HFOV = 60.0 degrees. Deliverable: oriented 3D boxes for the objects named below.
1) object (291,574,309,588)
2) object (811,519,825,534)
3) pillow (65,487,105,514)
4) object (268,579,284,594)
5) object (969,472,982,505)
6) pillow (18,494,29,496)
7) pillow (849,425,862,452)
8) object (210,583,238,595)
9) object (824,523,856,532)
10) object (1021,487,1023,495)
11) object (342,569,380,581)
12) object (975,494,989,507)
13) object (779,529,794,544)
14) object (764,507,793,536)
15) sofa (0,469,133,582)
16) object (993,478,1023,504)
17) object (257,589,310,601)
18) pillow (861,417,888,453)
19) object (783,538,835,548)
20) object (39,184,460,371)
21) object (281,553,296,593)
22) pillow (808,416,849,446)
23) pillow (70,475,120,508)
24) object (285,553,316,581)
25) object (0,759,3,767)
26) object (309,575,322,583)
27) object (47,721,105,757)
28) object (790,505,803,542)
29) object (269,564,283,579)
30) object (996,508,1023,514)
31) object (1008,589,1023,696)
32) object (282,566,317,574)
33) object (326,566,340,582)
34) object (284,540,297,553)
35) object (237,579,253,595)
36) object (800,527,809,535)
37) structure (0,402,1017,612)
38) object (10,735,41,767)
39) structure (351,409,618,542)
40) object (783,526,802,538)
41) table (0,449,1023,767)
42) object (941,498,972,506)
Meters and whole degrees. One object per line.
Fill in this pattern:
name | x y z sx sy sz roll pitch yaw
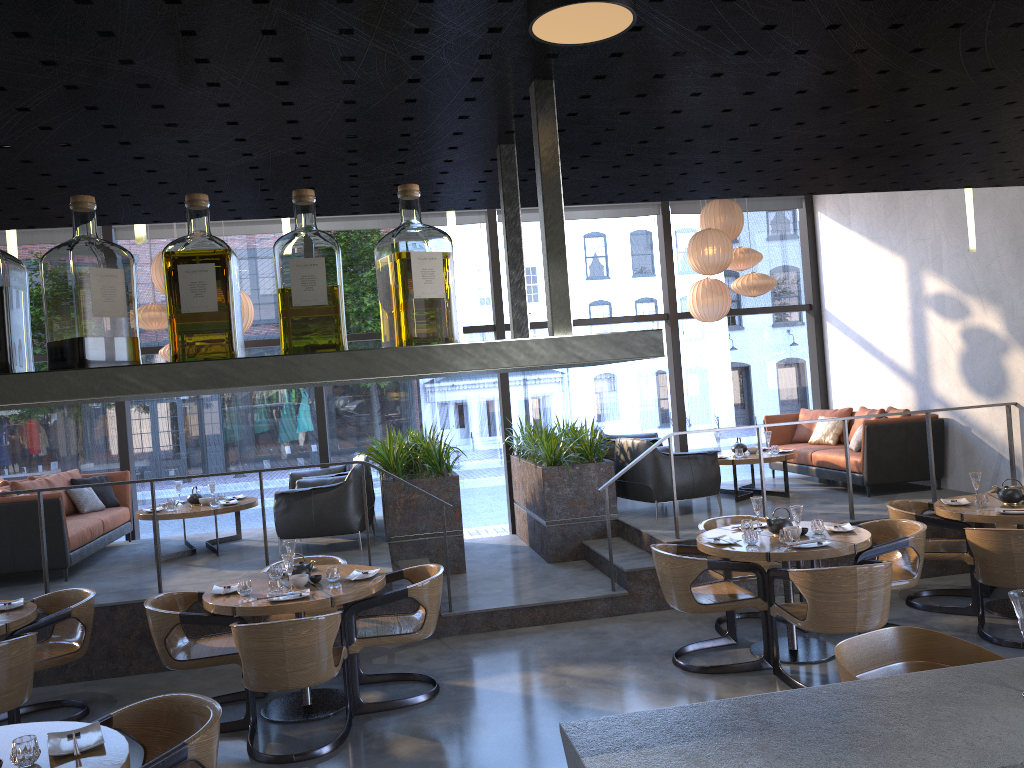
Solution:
object | -1.289 1.196 5.373 0.116 0.065 0.116 -4 0 42
object | 1.998 0.933 5.795 0.086 0.086 0.086 -4 0 -7
pillow | -4.209 1.139 8.749 0.203 0.263 0.332 -4 0 11
object | -1.386 1.192 5.199 0.086 0.086 0.086 -4 0 16
object | 3.365 0.758 6.426 0.082 0.227 0.082 -4 0 -38
pillow | -4.200 1.110 7.845 0.289 0.311 0.393 -4 0 -29
pillow | 3.546 0.545 9.016 0.203 0.263 0.332 -4 0 11
object | -1.734 1.250 5.375 0.170 0.025 0.294 -4 0 -12
object | 2.159 0.952 5.831 0.170 0.025 0.294 -4 0 10
object | 3.774 0.798 6.495 0.086 0.086 0.086 -4 0 -16
object | -0.940 1.189 5.489 0.170 0.025 0.294 -4 0 10
object | 3.350 0.830 6.322 0.086 0.086 0.086 -4 0 14
object | 1.713 0.955 5.541 0.086 0.086 0.086 -4 0 16
object | 1.768 0.904 5.859 0.168 0.179 0.163 -4 0 28
sofa | -4.232 1.263 8.232 0.864 0.811 2.226 -4 0 -10
object | 3.573 0.766 6.363 0.168 0.179 0.163 -4 0 -5
object | -1.306 1.217 5.068 0.294 0.025 0.170 -4 0 -12
pillow | 3.580 0.510 8.735 0.242 0.345 0.418 -4 0 31
object | 1.792 0.980 5.410 0.294 0.025 0.170 -4 0 -12
object | -0.407 -0.168 1.405 0.630 0.274 0.139 -4 0 -11
object | -1.308 1.115 5.217 0.082 0.227 0.082 -4 0 -40
pillow | 3.533 0.520 9.921 0.289 0.311 0.393 -4 0 -29
pillow | -4.248 1.109 9.030 0.242 0.345 0.418 -4 0 31
object | -1.331 1.141 5.514 0.168 0.179 0.163 -4 0 44
object | -1.670 1.234 2.833 0.080 0.042 0.080 -4 0 -24
object | -1.204 1.201 5.444 0.080 0.042 0.080 -4 0 15
object | -1.492 1.229 3.035 0.170 0.025 0.294 -4 0 -29
object | 1.791 0.878 5.559 0.082 0.227 0.082 -4 0 -40
object | -1.507 1.201 5.661 0.086 0.086 0.086 -4 0 -23
object | 3.419 0.856 5.962 0.294 0.025 0.170 -4 0 29
object | 1.153 0.577 1.963 0.082 0.227 0.082 -4 0 25
object | -1.448 1.228 5.843 0.294 0.025 0.170 -4 0 -25
object | -1.101 1.170 5.453 0.086 0.086 0.086 -4 0 38
object | -1.421 1.124 5.714 0.082 0.227 0.082 -4 0 23
object | -1.587 1.207 5.262 0.086 0.086 0.086 -4 0 16
object | 1.895 0.964 5.786 0.080 0.042 0.080 -4 0 45
structure | -0.723 -0.250 2.238 11.718 4.117 9.054 -4 0 -10
object | -1.595 1.206 2.907 0.086 0.086 0.086 -4 0 44
structure | -3.837 1.371 3.861 4.306 1.608 15.715 -4 0 29
object | 1.809 0.959 5.715 0.116 0.065 0.116 -4 0 -31
table | -1.112 1.485 5.798 10.659 0.968 6.876 -4 0 -9
object | 3.253 0.869 6.484 0.170 0.025 0.294 -4 0 16
